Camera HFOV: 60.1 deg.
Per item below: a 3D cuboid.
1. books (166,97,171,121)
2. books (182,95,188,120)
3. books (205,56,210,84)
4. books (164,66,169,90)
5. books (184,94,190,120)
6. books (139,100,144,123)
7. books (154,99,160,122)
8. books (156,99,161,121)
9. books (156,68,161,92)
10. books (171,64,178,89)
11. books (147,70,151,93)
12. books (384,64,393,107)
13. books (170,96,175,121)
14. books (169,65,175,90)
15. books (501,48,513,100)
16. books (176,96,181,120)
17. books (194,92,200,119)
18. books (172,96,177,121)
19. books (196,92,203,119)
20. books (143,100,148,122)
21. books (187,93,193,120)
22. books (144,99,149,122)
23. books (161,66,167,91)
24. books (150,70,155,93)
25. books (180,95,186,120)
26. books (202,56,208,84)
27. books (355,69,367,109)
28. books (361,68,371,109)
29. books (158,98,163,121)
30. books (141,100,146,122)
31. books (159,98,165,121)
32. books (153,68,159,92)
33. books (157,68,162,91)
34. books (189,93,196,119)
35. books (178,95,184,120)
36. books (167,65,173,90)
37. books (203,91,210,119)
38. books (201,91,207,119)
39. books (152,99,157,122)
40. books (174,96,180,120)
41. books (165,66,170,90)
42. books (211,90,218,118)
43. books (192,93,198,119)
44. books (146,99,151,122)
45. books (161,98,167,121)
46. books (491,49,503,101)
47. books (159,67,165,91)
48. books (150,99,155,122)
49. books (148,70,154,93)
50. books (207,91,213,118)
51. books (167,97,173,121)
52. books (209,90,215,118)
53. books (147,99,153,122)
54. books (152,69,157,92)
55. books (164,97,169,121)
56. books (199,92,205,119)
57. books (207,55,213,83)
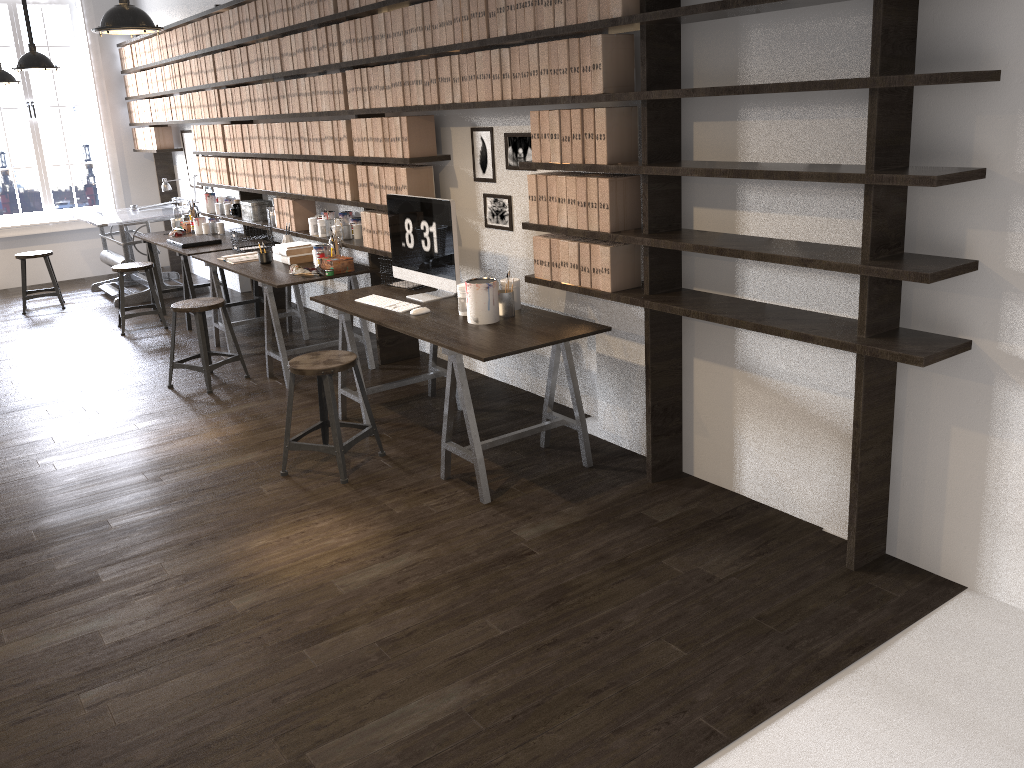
[{"bbox_3d":[-3.184,-2.618,8.432,0.175,0.222,0.067,-14,19,-33],"label":"books"},{"bbox_3d":[-2.862,-2.495,7.986,0.175,0.222,0.067,-14,19,-34],"label":"books"},{"bbox_3d":[-2.420,-2.586,7.296,0.175,0.222,0.067,-14,19,-33],"label":"books"},{"bbox_3d":[-3.151,-2.862,8.299,0.175,0.223,0.067,-14,19,-33],"label":"books"},{"bbox_3d":[-2.821,-2.479,7.928,0.175,0.223,0.067,-14,19,-33],"label":"books"},{"bbox_3d":[-3.774,-2.843,9.224,0.175,0.223,0.067,-14,19,-34],"label":"books"},{"bbox_3d":[-3.426,-2.708,8.759,0.175,0.223,0.067,-14,19,-33],"label":"books"},{"bbox_3d":[-3.383,-2.693,8.705,0.175,0.223,0.067,-14,19,-33],"label":"books"},{"bbox_3d":[-3.313,-2.922,8.516,0.175,0.222,0.067,-14,19,-33],"label":"books"},{"bbox_3d":[-2.992,-2.801,8.076,0.175,0.222,0.067,-14,19,-34],"label":"books"},{"bbox_3d":[-3.514,-2.998,8.793,0.175,0.223,0.067,-14,19,-34],"label":"books"},{"bbox_3d":[-0.608,-1.653,4.906,0.175,0.222,0.067,-14,19,-33],"label":"books"},{"bbox_3d":[-3.098,-2.585,8.314,0.175,0.223,0.067,-14,19,-33],"label":"books"},{"bbox_3d":[-3.033,-2.814,8.124,0.175,0.223,0.067,-14,19,-33],"label":"books"},{"bbox_3d":[0.043,-1.408,4.018,0.175,0.223,0.067,-14,19,-33],"label":"books"},{"bbox_3d":[-2.974,-2.539,8.144,0.175,0.223,0.067,-14,19,-34],"label":"books"},{"bbox_3d":[-2.650,-2.423,7.698,0.175,0.223,0.067,-14,19,-34],"label":"books"},{"bbox_3d":[-3.060,-2.569,8.255,0.175,0.223,0.067,-14,19,-33],"label":"books"},{"bbox_3d":[-2.612,-2.407,7.640,0.175,0.223,0.067,-14,19,-33],"label":"books"},{"bbox_3d":[-3.686,-2.814,9.115,0.175,0.223,0.067,-14,19,-33],"label":"books"},{"bbox_3d":[-2.777,-2.468,7.863,0.175,0.223,0.067,-14,19,-33],"label":"books"},{"bbox_3d":[-3.647,-2.798,9.059,0.175,0.223,0.067,-14,19,-33],"label":"books"},{"bbox_3d":[-3.194,-2.877,8.353,0.175,0.223,0.067,-14,19,-33],"label":"books"},{"bbox_3d":[-3.432,-2.967,8.680,0.175,0.223,0.067,-14,19,-33],"label":"books"},{"bbox_3d":[-2.897,-2.509,8.037,0.175,0.222,0.067,-14,19,-34],"label":"books"},{"bbox_3d":[-2.462,-2.599,7.346,0.175,0.223,0.067,-14,19,-34],"label":"books"},{"bbox_3d":[-0.817,-1.729,5.186,0.175,0.223,0.067,-14,19,-34],"label":"books"},{"bbox_3d":[-0.772,-1.714,5.131,0.175,0.223,0.067,-14,19,-34],"label":"books"},{"bbox_3d":[-3.346,-2.677,8.648,0.175,0.223,0.067,-14,19,-34],"label":"books"},{"bbox_3d":[-3.729,-2.828,9.169,0.175,0.223,0.067,-14,19,-34],"label":"books"},{"bbox_3d":[-3.307,-2.661,8.588,0.175,0.223,0.067,-14,19,-34],"label":"books"},{"bbox_3d":[-3.356,-2.936,8.566,0.175,0.223,0.067,-14,19,-34],"label":"books"},{"bbox_3d":[-3.278,-2.908,8.465,0.175,0.222,0.067,-14,19,-33],"label":"books"},{"bbox_3d":[-2.732,-2.453,7.807,0.175,0.223,0.067,-14,19,-33],"label":"books"},{"bbox_3d":[-2.940,-2.523,8.088,0.175,0.223,0.067,-14,19,-33],"label":"books"},{"bbox_3d":[-3.075,-2.830,8.182,0.175,0.223,0.067,-14,19,-34],"label":"books"},{"bbox_3d":[-2.495,-2.362,7.479,0.175,0.223,0.067,-14,19,-33],"label":"books"},{"bbox_3d":[-2.530,-2.378,7.534,0.175,0.222,0.067,-14,19,-34],"label":"books"},{"bbox_3d":[-3.470,-2.723,8.813,0.175,0.223,0.067,-14,19,-34],"label":"books"},{"bbox_3d":[-3.015,-2.554,8.201,0.175,0.223,0.067,-14,19,-34],"label":"books"},{"bbox_3d":[-3.114,-2.846,8.241,0.175,0.223,0.067,-14,19,-34],"label":"books"},{"bbox_3d":[-2.372,-2.317,7.313,0.175,0.223,0.067,-14,19,-33],"label":"books"},{"bbox_3d":[-2.689,-2.438,7.754,0.175,0.223,0.067,-14,19,-34],"label":"books"},{"bbox_3d":[-3.604,-2.781,8.999,0.175,0.222,0.067,-14,19,-33],"label":"books"},{"bbox_3d":[-3.265,-2.645,8.531,0.175,0.223,0.067,-14,19,-33],"label":"books"},{"bbox_3d":[-0.002,-1.423,4.073,0.175,0.223,0.067,-14,19,-33],"label":"books"},{"bbox_3d":[-3.238,-2.892,8.407,0.175,0.223,0.067,-14,19,-34],"label":"books"},{"bbox_3d":[-3.516,-2.741,8.879,0.175,0.222,0.067,-14,19,-34],"label":"books"},{"bbox_3d":[-3.476,-2.982,8.734,0.175,0.223,0.067,-14,19,-34],"label":"books"},{"bbox_3d":[-2.451,-2.349,7.428,0.175,0.223,0.067,-14,19,-34],"label":"books"},{"bbox_3d":[-3.146,-2.601,8.370,0.175,0.223,0.067,-14,19,-34],"label":"books"},{"bbox_3d":[-2.410,-2.333,7.372,0.175,0.223,0.067,-14,19,-34],"label":"books"},{"bbox_3d":[-3.571,-2.766,8.946,0.175,0.223,0.067,-14,19,-34],"label":"books"},{"bbox_3d":[-3.391,-2.952,8.623,0.175,0.223,0.067,-14,19,-33],"label":"books"},{"bbox_3d":[-3.224,-2.632,8.483,0.175,0.222,0.067,-14,19,-34],"label":"books"},{"bbox_3d":[-2.568,-2.391,7.583,0.175,0.222,0.067,-14,19,-34],"label":"books"},{"bbox_3d":[-2.384,-2.572,7.245,0.175,0.222,0.067,-14,19,-33],"label":"books"}]
